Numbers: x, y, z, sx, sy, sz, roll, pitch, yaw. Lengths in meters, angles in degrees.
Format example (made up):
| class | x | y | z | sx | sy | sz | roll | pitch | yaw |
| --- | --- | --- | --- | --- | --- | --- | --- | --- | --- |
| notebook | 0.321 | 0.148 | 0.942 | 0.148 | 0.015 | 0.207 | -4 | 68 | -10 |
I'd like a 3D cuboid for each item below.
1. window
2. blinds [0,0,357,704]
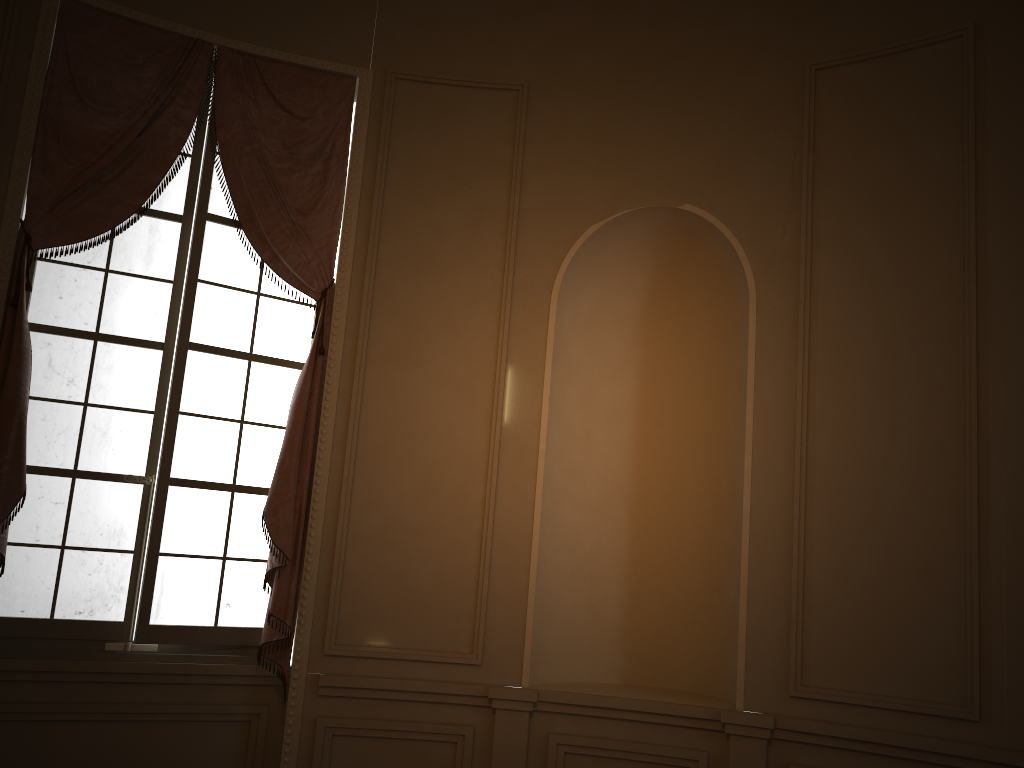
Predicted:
| class | x | y | z | sx | sy | sz | roll | pitch | yaw |
| --- | --- | --- | --- | --- | --- | --- | --- | --- | --- |
| window | -1.542 | -0.182 | 4.062 | 1.332 | 2.820 | 0.151 | 8 | -10 | -22 |
| blinds | -1.459 | -0.153 | 3.847 | 1.357 | 2.959 | 0.282 | 9 | -10 | -22 |
